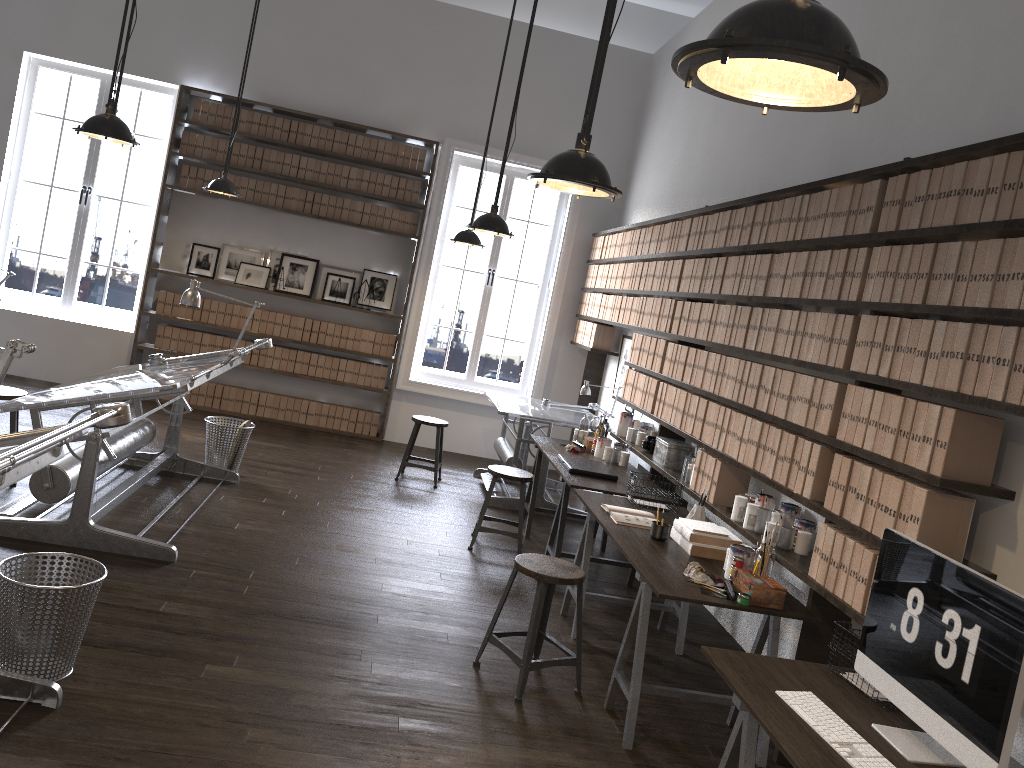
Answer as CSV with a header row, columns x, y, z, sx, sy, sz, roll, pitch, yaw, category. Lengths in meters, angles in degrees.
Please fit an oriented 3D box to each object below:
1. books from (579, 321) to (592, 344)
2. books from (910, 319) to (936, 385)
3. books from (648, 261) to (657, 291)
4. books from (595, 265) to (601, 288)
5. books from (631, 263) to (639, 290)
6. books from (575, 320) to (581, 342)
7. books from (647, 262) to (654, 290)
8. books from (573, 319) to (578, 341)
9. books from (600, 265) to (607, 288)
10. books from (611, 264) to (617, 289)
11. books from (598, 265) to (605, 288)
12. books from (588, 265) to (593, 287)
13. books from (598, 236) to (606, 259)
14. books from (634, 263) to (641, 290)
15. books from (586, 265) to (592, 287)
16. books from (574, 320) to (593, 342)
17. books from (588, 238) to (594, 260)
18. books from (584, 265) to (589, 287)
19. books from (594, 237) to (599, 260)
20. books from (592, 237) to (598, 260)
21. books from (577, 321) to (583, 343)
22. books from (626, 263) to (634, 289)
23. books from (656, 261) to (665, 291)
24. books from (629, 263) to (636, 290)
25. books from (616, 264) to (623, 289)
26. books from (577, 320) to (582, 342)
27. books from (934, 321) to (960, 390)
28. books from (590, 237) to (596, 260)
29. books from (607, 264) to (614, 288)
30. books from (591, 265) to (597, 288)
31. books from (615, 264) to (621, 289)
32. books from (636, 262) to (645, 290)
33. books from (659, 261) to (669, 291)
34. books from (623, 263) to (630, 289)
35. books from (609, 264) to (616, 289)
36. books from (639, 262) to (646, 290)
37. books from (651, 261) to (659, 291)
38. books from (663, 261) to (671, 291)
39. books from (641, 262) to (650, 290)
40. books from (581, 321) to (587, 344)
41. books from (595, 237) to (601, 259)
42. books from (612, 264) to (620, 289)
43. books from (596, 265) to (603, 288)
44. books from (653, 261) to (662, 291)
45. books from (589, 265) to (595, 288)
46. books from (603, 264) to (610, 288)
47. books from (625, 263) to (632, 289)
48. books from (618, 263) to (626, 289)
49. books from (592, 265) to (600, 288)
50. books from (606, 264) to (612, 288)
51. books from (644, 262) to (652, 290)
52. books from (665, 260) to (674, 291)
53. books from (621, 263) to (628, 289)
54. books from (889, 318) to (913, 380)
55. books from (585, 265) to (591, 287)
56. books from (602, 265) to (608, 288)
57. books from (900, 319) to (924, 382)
x,y,z,sx,sy,sz,roll,pitch,yaw,category
0.754,-0.480,8.533,0.174,0.225,0.067,11,3,-8,books
1.484,-0.094,3.038,0.174,0.225,0.067,11,3,-8,books
1.110,-0.772,6.493,0.174,0.225,0.067,11,3,-8,books
0.890,-0.988,8.303,0.174,0.225,0.067,11,3,-8,books
1.052,-0.831,6.993,0.174,0.225,0.067,11,3,-8,books
0.736,-0.503,8.733,0.174,0.225,0.067,11,3,-8,books
1.107,-0.779,6.560,0.174,0.225,0.067,11,3,-8,books
0.718,-0.521,8.881,0.174,0.225,0.067,11,3,-8,books
0.916,-0.963,8.098,0.174,0.225,0.067,11,3,-8,books
0.970,-0.912,7.674,0.174,0.225,0.067,11,3,-8,books
0.904,-0.971,8.160,0.174,0.225,0.067,11,3,-8,books
0.851,-1.034,8.640,0.174,0.225,0.067,11,3,-8,books
0.930,-1.280,8.418,0.174,0.225,0.067,11,3,-8,books
1.064,-0.821,6.919,0.174,0.225,0.067,11,3,-8,books
0.842,-1.041,8.702,0.174,0.225,0.067,11,3,-8,books
0.721,-0.513,8.806,0.174,0.225,0.067,11,3,-8,books
0.874,-1.331,8.841,0.174,0.225,0.067,11,3,-8,books
0.826,-1.058,8.844,0.174,0.225,0.067,11,3,-8,books
0.908,-1.304,8.629,0.174,0.225,0.067,11,3,-8,books
0.895,-1.313,8.698,0.174,0.225,0.067,11,3,-8,books
0.745,-0.489,8.605,0.174,0.225,0.067,11,3,-8,books
1.031,-0.848,7.127,0.174,0.225,0.067,11,3,-8,books
1.135,-0.748,6.293,0.174,0.225,0.067,11,3,-8,books
1.040,-0.839,7.056,0.174,0.225,0.067,11,3,-8,books
0.991,-0.889,7.479,0.174,0.225,0.067,11,3,-8,books
0.742,-0.496,8.668,0.174,0.225,0.067,11,3,-8,books
1.504,-0.078,2.904,0.174,0.225,0.067,11,3,-8,books
0.883,-1.322,8.769,0.174,0.225,0.067,11,3,-8,books
0.949,-0.930,7.814,0.174,0.225,0.067,11,3,-8,books
0.869,-1.017,8.508,0.174,0.225,0.067,11,3,-8,books
0.985,-0.896,7.541,0.174,0.225,0.067,11,3,-8,books
1.067,-0.814,6.845,0.174,0.225,0.067,11,3,-8,books
1.148,-0.739,6.224,0.174,0.225,0.067,11,3,-8,books
1.021,-0.863,7.269,0.174,0.225,0.067,11,3,-8,books
0.961,-0.920,7.745,0.174,0.225,0.067,11,3,-8,books
1.082,-0.804,6.771,0.174,0.225,0.067,11,3,-8,books
1.122,-0.763,6.427,0.174,0.225,0.067,11,3,-8,books
1.158,-0.730,6.155,0.174,0.225,0.067,11,3,-8,books
1.086,-0.796,6.700,0.174,0.225,0.067,11,3,-8,books
0.766,-0.471,8.462,0.174,0.225,0.067,11,3,-8,books
0.914,-1.296,8.560,0.174,0.225,0.067,11,3,-8,books
0.972,-0.905,7.607,0.174,0.225,0.067,11,3,-8,books
0.895,-0.980,8.231,0.174,0.225,0.067,11,3,-8,books
1.128,-0.756,6.365,0.174,0.225,0.067,11,3,-8,books
0.855,-1.026,8.574,0.174,0.225,0.067,11,3,-8,books
0.930,-0.947,7.959,0.174,0.225,0.067,11,3,-8,books
1.026,-0.856,7.199,0.174,0.225,0.067,11,3,-8,books
0.998,-0.881,7.407,0.174,0.225,0.067,11,3,-8,books
0.877,-1.009,8.437,0.174,0.225,0.067,11,3,-8,books
0.945,-0.937,7.885,0.174,0.225,0.067,11,3,-8,books
1.099,-0.787,6.630,0.174,0.225,0.067,11,3,-8,books
1.160,-0.723,6.085,0.174,0.225,0.067,11,3,-8,books
1.011,-0.872,7.338,0.174,0.225,0.067,11,3,-8,books
1.473,-0.110,3.177,0.174,0.225,0.067,11,3,-8,books
0.831,-1.050,8.774,0.174,0.225,0.067,11,3,-8,books
0.926,-0.955,8.033,0.174,0.225,0.067,11,3,-8,books
1.480,-0.102,3.108,0.174,0.225,0.067,11,3,-8,books
